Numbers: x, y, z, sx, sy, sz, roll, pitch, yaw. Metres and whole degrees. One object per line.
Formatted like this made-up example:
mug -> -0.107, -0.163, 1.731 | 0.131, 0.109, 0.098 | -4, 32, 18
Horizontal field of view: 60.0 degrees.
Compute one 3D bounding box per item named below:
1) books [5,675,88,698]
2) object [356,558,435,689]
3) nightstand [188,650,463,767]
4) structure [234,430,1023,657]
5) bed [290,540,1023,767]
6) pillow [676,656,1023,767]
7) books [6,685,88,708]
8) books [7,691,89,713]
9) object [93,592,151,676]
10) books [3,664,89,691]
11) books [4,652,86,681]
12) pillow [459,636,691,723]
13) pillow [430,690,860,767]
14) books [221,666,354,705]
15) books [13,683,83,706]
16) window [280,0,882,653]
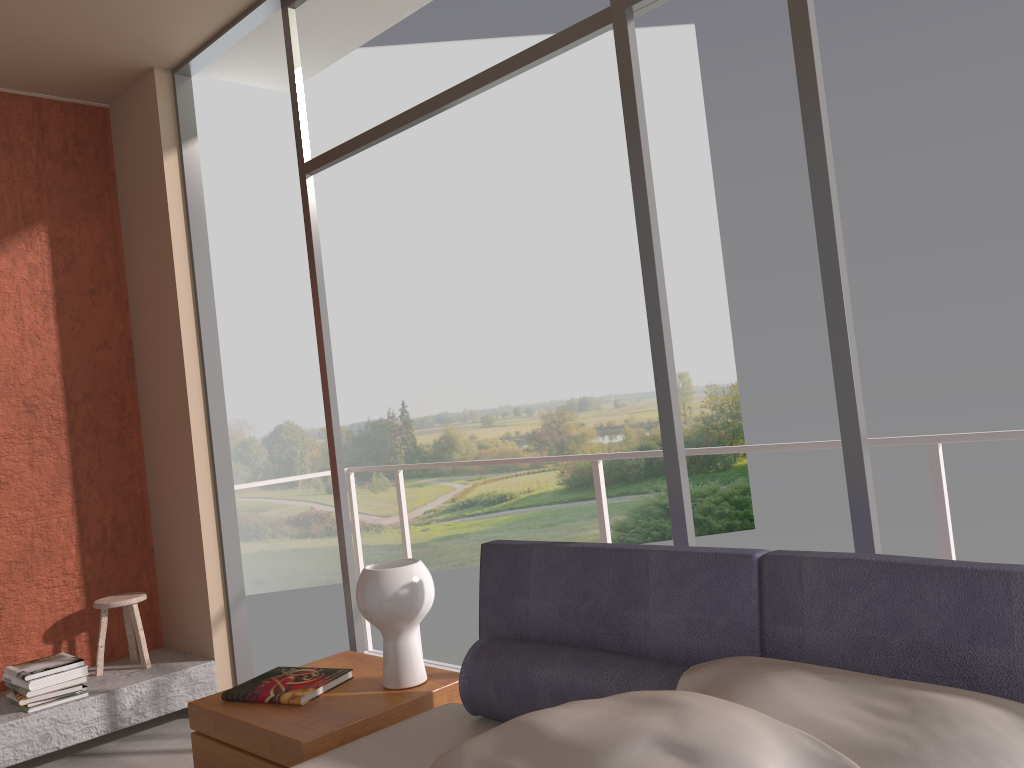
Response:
books -> -2.051, 1.310, 3.907 | 0.247, 0.027, 0.328 | -5, -2, -43
object -> -0.323, 0.683, 2.535 | 0.224, 0.338, 0.224 | -5, -2, -33
nightstand -> -0.498, 1.156, 2.553 | 0.562, 0.556, 0.628 | -5, -2, -45
structure -> 1.593, 0.606, 1.943 | 0.728, 1.005, 7.689 | -5, -2, -45
bed -> -0.270, 0.893, 0.972 | 2.462, 0.959, 2.017 | -5, -2, -45
pillow -> 0.495, 0.629, 1.363 | 0.400, 0.265, 0.791 | -5, -2, -42
books -> -2.050, 1.359, 3.910 | 0.287, 0.018, 0.247 | -8, -2, 45
books -> -2.044, 1.377, 3.906 | 0.247, 0.018, 0.328 | -5, -2, -43
object -> -1.869, 1.206, 4.300 | 0.260, 0.349, 0.257 | -7, -2, 14
books -> -2.055, 1.278, 3.908 | 0.319, 0.038, 0.247 | -8, -2, 42
books -> -2.063, 1.247, 3.913 | 0.287, 0.025, 0.247 | -8, -2, 45
pillow -> 0.446, 0.653, 1.698 | 0.205, 0.201, 1.470 | -5, -2, -45
pillow -> 0.115, 0.685, 1.485 | 0.431, 0.264, 0.869 | -5, -2, -37
books -> -0.653, 0.882, 2.596 | 0.287, 0.025, 0.247 | -7, -2, 26
books -> -2.037, 1.336, 3.891 | 0.247, 0.025, 0.287 | -5, -2, -34
window -> 1.336, -0.366, 1.549 | 0.075, 3.133, 6.106 | -5, -2, -45
